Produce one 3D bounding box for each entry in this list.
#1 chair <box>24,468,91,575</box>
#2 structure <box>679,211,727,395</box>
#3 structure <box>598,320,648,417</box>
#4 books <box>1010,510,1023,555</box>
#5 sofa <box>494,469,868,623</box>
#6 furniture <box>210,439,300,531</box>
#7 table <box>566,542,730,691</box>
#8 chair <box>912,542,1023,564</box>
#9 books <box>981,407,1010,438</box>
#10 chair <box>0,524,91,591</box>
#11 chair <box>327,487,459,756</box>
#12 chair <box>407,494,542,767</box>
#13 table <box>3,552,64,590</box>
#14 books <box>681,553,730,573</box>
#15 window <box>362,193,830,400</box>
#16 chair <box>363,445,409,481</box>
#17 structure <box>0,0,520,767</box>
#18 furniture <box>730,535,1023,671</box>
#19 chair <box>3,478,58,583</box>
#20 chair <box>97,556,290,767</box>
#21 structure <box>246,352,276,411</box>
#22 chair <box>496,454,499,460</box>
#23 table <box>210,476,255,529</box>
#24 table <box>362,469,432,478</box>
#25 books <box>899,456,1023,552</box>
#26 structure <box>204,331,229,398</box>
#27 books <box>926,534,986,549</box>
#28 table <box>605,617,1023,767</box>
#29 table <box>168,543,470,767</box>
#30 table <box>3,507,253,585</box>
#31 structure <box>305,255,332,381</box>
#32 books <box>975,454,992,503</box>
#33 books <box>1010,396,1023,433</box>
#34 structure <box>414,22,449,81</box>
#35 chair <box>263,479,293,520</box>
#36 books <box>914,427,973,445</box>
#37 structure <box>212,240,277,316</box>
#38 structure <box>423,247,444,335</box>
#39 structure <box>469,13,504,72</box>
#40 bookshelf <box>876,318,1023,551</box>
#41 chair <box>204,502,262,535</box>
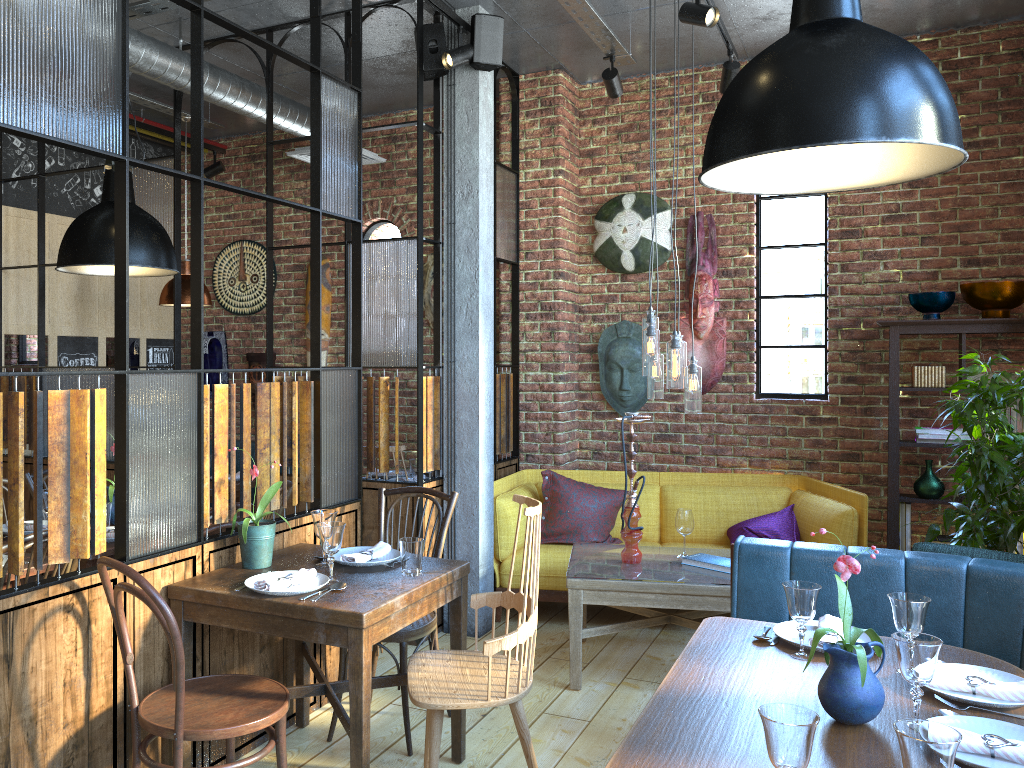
[{"bbox_3d":[-2.111,0.884,4.378,0.543,0.915,0.388,0,0,29],"label":"chair"},{"bbox_3d":[1.202,-0.503,5.557,0.220,1.146,0.233,0,0,-20],"label":"structure"},{"bbox_3d":[0.735,-0.095,5.726,0.381,0.639,0.100,0,0,27],"label":"structure"},{"bbox_3d":[2.663,0.790,4.643,0.087,0.272,0.182,0,0,23],"label":"books"},{"bbox_3d":[0.876,0.937,5.097,2.028,0.763,0.777,0,1,10],"label":"sofa"},{"bbox_3d":[-2.444,0.878,6.520,1.497,0.822,1.437,0,1,24],"label":"furniture"},{"bbox_3d":[0.745,1.091,4.140,0.952,0.508,0.738,0,1,10],"label":"table"},{"bbox_3d":[1.720,0.814,3.335,0.770,1.097,1.080,-1,1,-42],"label":"chair"},{"bbox_3d":[2.571,0.194,4.696,0.129,0.258,0.157,0,0,24],"label":"books"},{"bbox_3d":[-1.711,0.920,2.948,0.543,0.915,0.388,0,0,29],"label":"chair"},{"bbox_3d":[-0.470,0.902,3.532,0.418,0.915,0.506,0,0,18],"label":"chair"},{"bbox_3d":[-0.115,0.882,2.857,0.449,1.005,0.538,0,0,-5],"label":"chair"},{"bbox_3d":[-2.175,1.018,2.970,0.755,0.727,0.993,0,1,24],"label":"table"},{"bbox_3d":[0.941,0.824,4.056,0.153,0.028,0.286,-1,2,-42],"label":"books"},{"bbox_3d":[1.408,-0.632,2.871,3.384,2.429,8.670,0,1,-12],"label":"window"},{"bbox_3d":[-0.698,0.830,4.925,0.546,1.005,0.442,0,0,11],"label":"chair"},{"bbox_3d":[-3.227,-0.287,3.447,6.125,3.326,5.763,0,1,8],"label":"structure"},{"bbox_3d":[0.960,0.994,1.751,1.416,0.822,2.517,0,1,23],"label":"furniture"},{"bbox_3d":[-2.220,0.894,3.984,0.541,0.915,0.390,0,0,24],"label":"chair"},{"bbox_3d":[-0.918,0.928,2.575,0.524,0.920,0.459,0,0,-44],"label":"chair"},{"bbox_3d":[-2.010,0.075,7.060,0.270,0.655,0.154,0,0,25],"label":"structure"},{"bbox_3d":[-0.302,0.838,5.982,0.524,0.920,0.459,0,0,-44],"label":"chair"},{"bbox_3d":[-2.295,0.997,6.208,0.772,0.603,0.717,0,1,24],"label":"table"},{"bbox_3d":[-0.555,0.950,5.462,0.778,0.727,0.723,0,1,24],"label":"table"},{"bbox_3d":[2.420,0.637,4.755,0.608,0.575,0.184,0,0,24],"label":"books"},{"bbox_3d":[-2.506,-0.158,7.314,0.336,0.559,0.110,0,0,26],"label":"structure"},{"bbox_3d":[2.398,0.880,4.739,0.315,0.088,0.235,1,1,27],"label":"books"},{"bbox_3d":[0.709,1.073,1.883,0.853,0.661,1.484,0,1,23],"label":"table"},{"bbox_3d":[-0.639,1.013,3.043,0.778,0.727,0.723,0,1,24],"label":"table"},{"bbox_3d":[-1.758,0.991,3.979,0.755,0.727,0.993,0,1,24],"label":"table"},{"bbox_3d":[-1.521,-0.451,6.830,0.240,1.120,0.090,0,0,25],"label":"structure"},{"bbox_3d":[2.526,0.487,4.705,0.088,0.272,0.166,0,0,23],"label":"books"},{"bbox_3d":[2.663,0.195,4.641,0.082,0.258,0.171,0,0,23],"label":"books"},{"bbox_3d":[-0.426,-1.755,4.665,0.184,0.268,0.166,0,0,-3],"label":"structure"},{"bbox_3d":[-1.276,0.892,3.992,0.530,0.915,0.398,0,0,10],"label":"chair"},{"bbox_3d":[2.342,0.281,4.787,0.279,0.080,0.172,1,1,25],"label":"books"},{"bbox_3d":[-2.191,-0.866,7.173,0.686,0.619,0.076,0,0,24],"label":"structure"},{"bbox_3d":[-0.412,-0.658,6.291,0.611,0.726,0.122,0,0,25],"label":"structure"},{"bbox_3d":[-0.145,-1.751,4.526,0.160,0.268,0.191,0,1,-26],"label":"structure"},{"bbox_3d":[2.421,0.490,4.748,0.847,1.668,0.305,0,0,25],"label":"bookshelf"},{"bbox_3d":[-1.271,0.905,3.497,0.576,0.920,0.417,0,0,41],"label":"chair"}]
